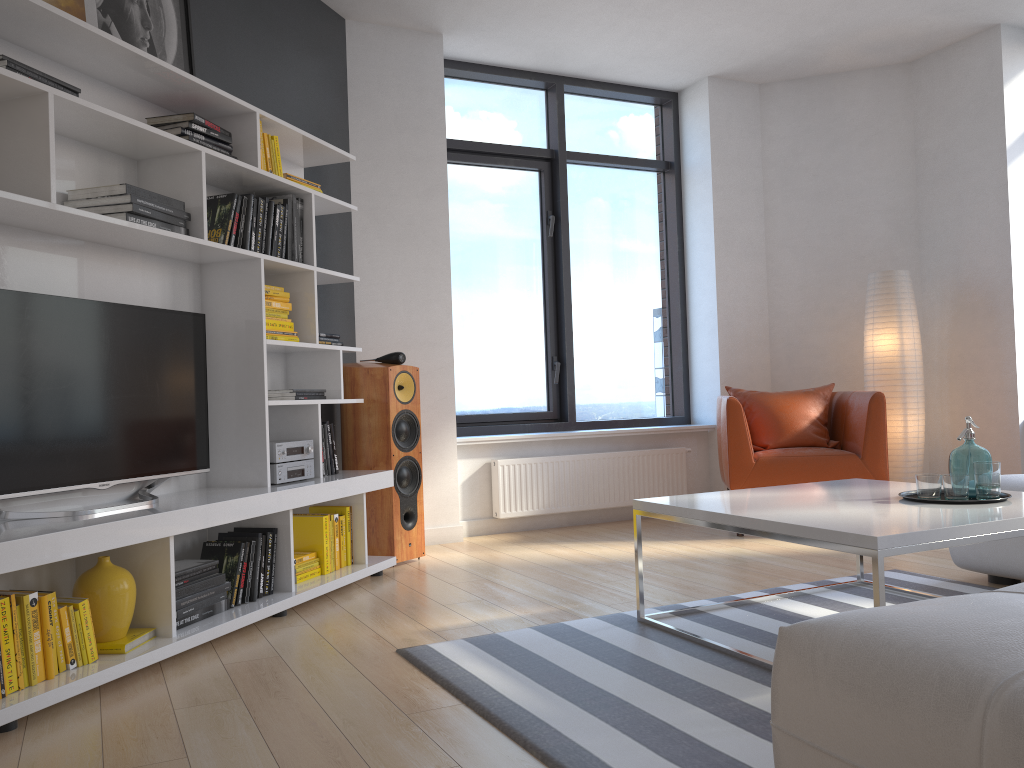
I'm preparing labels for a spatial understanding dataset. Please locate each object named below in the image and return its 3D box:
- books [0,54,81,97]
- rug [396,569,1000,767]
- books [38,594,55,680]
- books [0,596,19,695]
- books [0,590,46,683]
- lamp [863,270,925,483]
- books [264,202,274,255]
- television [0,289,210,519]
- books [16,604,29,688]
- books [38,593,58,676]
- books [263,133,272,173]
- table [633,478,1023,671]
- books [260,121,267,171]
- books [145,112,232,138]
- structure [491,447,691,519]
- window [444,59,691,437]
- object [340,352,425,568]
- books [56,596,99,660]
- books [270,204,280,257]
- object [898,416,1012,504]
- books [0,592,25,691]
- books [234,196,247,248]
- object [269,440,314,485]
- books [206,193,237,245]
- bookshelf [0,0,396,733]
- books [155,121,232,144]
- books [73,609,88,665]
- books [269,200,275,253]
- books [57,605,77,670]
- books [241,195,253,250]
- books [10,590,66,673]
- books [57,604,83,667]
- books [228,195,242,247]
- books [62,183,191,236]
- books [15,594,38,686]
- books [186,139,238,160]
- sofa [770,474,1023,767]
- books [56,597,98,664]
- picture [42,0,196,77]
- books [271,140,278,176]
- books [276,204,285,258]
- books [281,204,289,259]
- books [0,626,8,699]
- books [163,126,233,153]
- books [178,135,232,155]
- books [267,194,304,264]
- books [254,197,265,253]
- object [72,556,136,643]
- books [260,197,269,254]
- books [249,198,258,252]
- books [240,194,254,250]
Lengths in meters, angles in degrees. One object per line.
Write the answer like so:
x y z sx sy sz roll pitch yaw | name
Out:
-1.520 -0.907 2.694 0.250 0.047 0.310 -2 -1 15 | books
1.016 0.823 2.699 2.326 0.016 1.662 -1 -1 -26 | rug
-1.375 0.712 2.508 0.169 0.240 0.043 -2 -1 18 | books
-1.439 0.703 2.397 0.198 0.258 0.066 -2 -1 19 | books
-1.404 0.707 2.485 0.185 0.252 0.055 -2 -1 18 | books
2.613 0.052 5.505 0.804 1.550 0.502 -3 -1 25 | lamp
-1.093 -0.646 3.763 0.172 0.242 0.069 -2 -1 20 | books
-1.408 0.070 3.012 0.207 0.704 1.102 -2 -1 19 | television
-1.405 0.719 2.436 0.156 0.230 0.042 -2 -1 18 | books
-1.385 0.715 2.537 0.171 0.235 0.043 -2 -1 18 | books
-1.091 -0.967 3.770 0.132 0.180 0.054 -2 -1 19 | books
1.166 0.600 2.914 1.091 0.435 1.091 -2 -1 -26 | table
-1.123 -0.989 3.749 0.164 0.224 0.054 -2 -1 18 | books
-1.263 -0.998 3.475 0.209 0.030 0.266 -2 -1 13 | books
0.554 0.674 5.727 1.474 0.460 0.110 -2 -1 -26 | structure
0.328 -0.883 6.041 1.960 2.402 0.170 -2 -1 -26 | window
-0.713 0.385 4.643 0.434 1.088 0.290 -3 -1 34 | object
-1.324 0.737 2.679 0.149 0.193 0.046 -2 -1 20 | books
-1.090 -0.648 3.814 0.179 0.243 0.071 -2 -1 18 | books
1.431 0.240 2.883 0.330 0.265 0.330 -2 -1 -2 | object
-1.428 0.700 2.425 0.202 0.267 0.038 -2 -1 20 | books
-1.167 -0.643 3.601 0.169 0.233 0.081 -2 -1 18 | books
-1.041 0.338 3.839 0.270 0.174 0.285 -2 -1 19 | object
-1.197 -0.644 3.542 0.182 0.234 0.104 -2 -1 19 | books
-1.308 -0.108 2.986 0.455 2.052 3.000 -2 -1 19 | bookshelf
-1.250 -0.972 3.474 0.180 0.026 0.246 -2 -1 22 | books
-1.318 0.749 2.624 0.113 0.169 0.049 -2 -1 18 | books
-1.111 -0.652 3.794 0.192 0.254 0.075 -2 -1 18 | books
-1.350 0.739 2.593 0.138 0.188 0.056 -2 -1 19 | books
-1.143 -0.647 3.629 0.172 0.242 0.069 -2 -1 20 | books
-1.383 0.716 2.570 0.172 0.235 0.056 -2 -1 18 | books
-1.336 0.739 2.610 0.134 0.187 0.046 -2 -1 19 | books
-1.190 -0.642 3.576 0.187 0.234 0.096 -2 -1 20 | books
-1.364 -0.597 3.163 0.277 0.137 0.343 -2 -1 14 | books
-1.402 0.706 2.458 0.180 0.252 0.041 -2 -1 19 | books
-1.253 -0.893 3.469 0.214 0.030 0.284 -3 -1 23 | books
1.951 0.424 2.339 3.424 0.732 2.614 -2 -1 -26 | sofa
-1.324 0.736 2.653 0.148 0.193 0.067 -2 -1 20 | books
-1.546 -1.474 3.100 0.076 0.707 1.279 -2 -1 19 | picture
-1.060 -0.958 3.800 0.108 0.161 0.046 -2 -1 18 | books
-1.088 -0.650 3.854 0.191 0.249 0.084 -2 -1 19 | books
-1.078 -0.654 3.886 0.197 0.260 0.066 -2 -1 19 | books
-1.446 0.696 2.361 0.213 0.271 0.048 -2 -1 19 | books
-1.276 -0.943 3.479 0.214 0.030 0.284 -3 -1 23 | books
-1.257 -0.918 3.469 0.189 0.020 0.264 -2 -1 18 | books
-1.073 -0.678 3.987 0.259 0.321 0.128 -2 -1 19 | books
-1.138 -0.651 3.720 0.191 0.249 0.084 -2 -1 19 | books
-1.291 0.677 2.812 0.185 0.257 0.185 -2 -1 -3 | object
-1.128 -0.655 3.752 0.197 0.260 0.066 -2 -1 19 | books
-1.146 -0.646 3.683 0.179 0.243 0.068 -2 -1 18 | books
-1.161 -0.653 3.660 0.192 0.254 0.075 -2 -1 18 | books
